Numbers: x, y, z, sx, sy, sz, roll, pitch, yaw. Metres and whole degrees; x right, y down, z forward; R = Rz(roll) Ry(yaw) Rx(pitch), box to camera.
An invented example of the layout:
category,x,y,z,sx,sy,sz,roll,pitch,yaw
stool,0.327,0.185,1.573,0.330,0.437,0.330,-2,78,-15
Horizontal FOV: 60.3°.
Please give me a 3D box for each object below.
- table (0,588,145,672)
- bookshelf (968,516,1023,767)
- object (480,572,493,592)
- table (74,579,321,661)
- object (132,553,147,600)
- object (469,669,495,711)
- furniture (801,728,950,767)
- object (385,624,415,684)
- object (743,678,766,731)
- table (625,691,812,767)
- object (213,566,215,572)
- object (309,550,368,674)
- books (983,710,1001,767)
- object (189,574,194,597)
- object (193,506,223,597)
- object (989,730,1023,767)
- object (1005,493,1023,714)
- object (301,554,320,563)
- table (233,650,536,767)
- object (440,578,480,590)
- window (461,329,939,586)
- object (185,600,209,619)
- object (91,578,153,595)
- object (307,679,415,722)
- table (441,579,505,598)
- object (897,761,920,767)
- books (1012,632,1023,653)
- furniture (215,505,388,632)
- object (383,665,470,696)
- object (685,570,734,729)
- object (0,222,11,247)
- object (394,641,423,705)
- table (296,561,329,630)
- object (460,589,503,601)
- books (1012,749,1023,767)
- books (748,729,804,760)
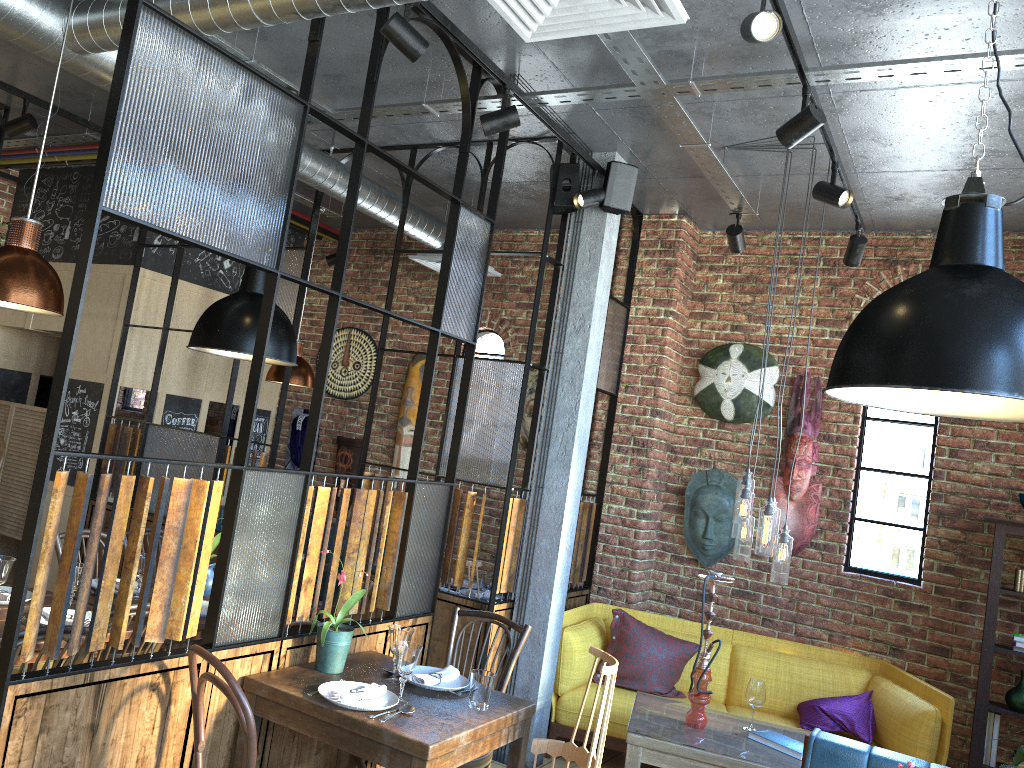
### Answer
category,x,y,z,sx,sy,sz,roll,pitch,yaw
table,-1.994,1.198,3.143,0.759,0.728,0.986,6,-5,29
bookshelf,2.788,1.577,4.486,0.852,1.669,0.303,6,-6,31
object,-0.159,1.242,5.512,0.081,0.120,0.088,11,-6,-29
table,-1.497,1.351,4.094,0.759,0.728,0.986,6,-5,29
object,-1.631,0.847,3.875,0.094,0.192,0.103,13,-6,-40
object,-0.108,1.056,3.039,0.087,0.120,0.081,7,-5,19
furniture,1.027,1.507,1.647,1.424,0.823,2.499,6,-5,29
object,-0.417,0.985,3.212,0.099,0.192,0.097,8,-5,5
object,1.138,1.506,4.136,0.088,0.228,0.094,11,-5,-22
table,0.986,1.846,4.000,0.960,0.509,0.730,8,-5,15
object,-1.428,0.946,4.277,0.086,0.120,0.082,8,-5,12
object,-0.626,0.836,3.242,0.200,0.427,0.144,11,-6,-26
books,2.765,1.723,4.480,0.612,0.575,0.182,6,-6,29
object,-1.460,0.915,3.953,0.086,0.120,0.082,8,-5,12
object,-1.417,0.780,4.131,0.207,0.432,0.143,13,-7,-41
object,2.467,1.540,3.716,0.738,1.530,0.844,8,-5,8
object,2.818,1.433,4.478,0.633,1.762,0.314,6,-6,25
object,-1.554,1.260,6.464,0.339,0.051,0.257,6,-5,33
table,-0.462,1.434,3.066,0.783,0.728,0.718,6,-5,30
object,-0.340,1.253,5.560,0.282,0.051,0.310,6,-5,33
window,1.801,0.100,2.844,3.413,2.432,8.586,9,-4,-6
object,-1.356,0.956,3.804,0.282,0.051,0.310,6,-5,33
object,-1.782,0.901,3.958,0.282,0.051,0.310,6,-5,33
object,-0.490,1.020,2.889,0.339,0.051,0.257,6,-5,33
table,-0.180,1.664,5.434,0.783,0.728,0.718,6,-5,30
object,0.903,1.036,1.901,0.207,0.432,0.143,13,-7,-41
books,2.743,1.363,4.550,0.281,0.080,0.171,6,-5,30
furniture,-1.962,1.430,6.660,1.505,0.823,1.427,6,-5,30
object,-0.305,1.079,3.270,0.339,0.051,0.257,6,-5,33
object,0.882,1.217,4.035,0.175,0.704,0.251,7,-5,20
object,-3.355,-0.865,5.428,0.616,0.370,0.491,8,-5,8
object,-0.363,0.974,2.967,0.096,0.192,0.100,10,-5,-13
table,-1.856,1.534,6.330,0.776,0.603,0.712,6,-5,30
object,-0.168,1.255,5.242,0.339,0.051,0.257,6,-5,33
books,2.706,1.957,4.445,0.316,0.088,0.233,6,-5,32
books,1.214,1.603,3.923,0.153,0.028,0.285,12,-6,-37
